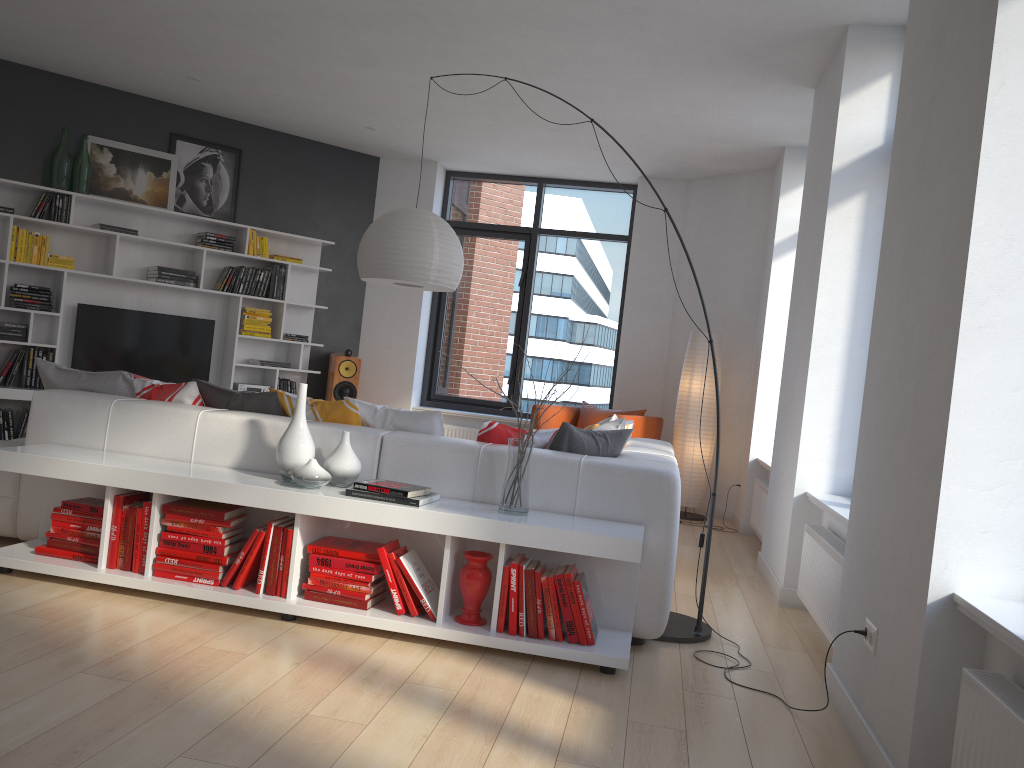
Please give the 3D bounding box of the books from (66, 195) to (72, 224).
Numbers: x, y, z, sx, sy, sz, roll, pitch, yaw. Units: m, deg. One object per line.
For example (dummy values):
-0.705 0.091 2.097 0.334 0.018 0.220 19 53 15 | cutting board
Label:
-3.515 -1.370 7.003 0.019 0.230 0.174 6 1 -36 | books

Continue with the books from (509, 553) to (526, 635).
0.020 0.787 3.339 0.050 0.268 0.198 7 1 9 | books

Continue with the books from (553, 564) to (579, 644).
0.212 0.819 3.318 0.119 0.249 0.187 7 1 9 | books

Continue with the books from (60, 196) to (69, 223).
-3.543 -1.366 6.993 0.038 0.218 0.169 6 1 -36 | books

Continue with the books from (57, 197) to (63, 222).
-3.567 -1.360 6.975 0.021 0.200 0.147 6 1 -36 | books

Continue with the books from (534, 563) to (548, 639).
0.112 0.810 3.319 0.066 0.247 0.175 7 1 9 | books

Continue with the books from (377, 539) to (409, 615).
-0.442 0.744 3.435 0.134 0.248 0.192 7 1 9 | books

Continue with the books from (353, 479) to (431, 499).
-0.461 0.404 3.429 0.238 0.027 0.188 7 1 23 | books

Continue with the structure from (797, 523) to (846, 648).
1.392 0.919 3.872 0.110 0.460 1.015 7 1 9 | structure

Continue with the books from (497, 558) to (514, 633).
-0.018 0.791 3.337 0.026 0.250 0.168 7 1 9 | books

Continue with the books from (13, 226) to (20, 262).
-3.827 -1.070 6.827 0.025 0.270 0.213 6 1 -36 | books

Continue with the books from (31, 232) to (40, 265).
-3.723 -1.050 6.906 0.035 0.250 0.185 6 1 -36 | books

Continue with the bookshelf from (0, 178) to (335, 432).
-3.006 -0.420 7.384 3.000 2.052 0.455 6 1 -36 | bookshelf

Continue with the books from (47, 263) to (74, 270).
-3.576 -0.926 7.007 0.190 0.033 0.147 6 1 -36 | books

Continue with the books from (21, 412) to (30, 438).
-3.771 0.332 6.864 0.069 0.242 0.172 6 1 -35 | books

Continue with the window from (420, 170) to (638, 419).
0.170 -0.860 8.910 1.960 2.402 0.170 7 1 9 | window

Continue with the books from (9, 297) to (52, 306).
-3.759 -0.643 6.922 0.266 0.030 0.209 6 1 -37 | books

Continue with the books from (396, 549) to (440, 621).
-0.344 0.770 3.412 0.186 0.223 0.188 7 1 10 | books

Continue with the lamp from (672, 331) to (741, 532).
1.589 0.353 7.207 0.502 1.550 0.804 6 1 -30 | lamp

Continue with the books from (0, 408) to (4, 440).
-3.913 0.310 6.776 0.066 0.255 0.193 6 1 -36 | books

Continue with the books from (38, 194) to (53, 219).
-3.644 -1.374 6.917 0.074 0.212 0.154 6 1 -37 | books

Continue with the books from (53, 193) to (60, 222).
-3.588 -1.377 6.964 0.025 0.232 0.176 6 1 -36 | books

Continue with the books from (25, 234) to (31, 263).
-3.754 -1.040 6.865 0.024 0.229 0.156 6 1 -36 | books

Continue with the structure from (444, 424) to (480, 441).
-0.029 0.702 8.598 1.474 0.460 0.110 7 1 9 | structure

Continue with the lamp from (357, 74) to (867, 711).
0.341 -0.303 4.140 0.710 2.647 3.199 6 1 -45 | lamp

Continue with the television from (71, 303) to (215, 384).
-3.095 -0.256 7.471 1.102 0.704 0.207 6 1 -36 | television

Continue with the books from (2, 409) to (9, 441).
-3.885 0.319 6.787 0.066 0.242 0.177 6 1 -36 | books

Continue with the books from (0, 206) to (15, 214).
-3.925 -1.320 6.712 0.268 0.046 0.208 6 1 -32 | books

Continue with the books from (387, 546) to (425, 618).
-0.398 0.758 3.421 0.148 0.232 0.171 7 1 11 | books

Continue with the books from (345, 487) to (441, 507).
-0.459 0.431 3.454 0.300 0.026 0.245 7 1 14 | books

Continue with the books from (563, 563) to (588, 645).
0.245 0.819 3.316 0.116 0.255 0.198 7 1 9 | books

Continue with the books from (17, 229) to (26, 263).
-3.802 -1.061 6.851 0.044 0.255 0.198 6 1 -36 | books

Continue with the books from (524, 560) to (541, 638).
0.085 0.803 3.334 0.076 0.252 0.199 7 1 9 | books

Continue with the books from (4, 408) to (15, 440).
-3.858 0.318 6.810 0.083 0.249 0.191 6 1 -36 | books

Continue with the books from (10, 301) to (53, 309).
-3.745 -0.613 6.912 0.270 0.025 0.189 6 1 -37 | books

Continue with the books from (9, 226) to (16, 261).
-3.844 -1.072 6.804 0.029 0.270 0.204 6 1 -36 | books

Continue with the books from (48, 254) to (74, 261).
-3.577 -0.998 7.015 0.186 0.026 0.138 6 1 -36 | books

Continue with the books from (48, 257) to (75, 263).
-3.569 -0.977 7.007 0.187 0.014 0.134 6 1 -36 | books

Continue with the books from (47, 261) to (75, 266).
-3.575 -0.949 7.010 0.196 0.011 0.148 6 1 -36 | books

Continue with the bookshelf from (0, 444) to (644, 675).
-0.813 0.655 3.508 2.600 0.500 0.356 7 1 9 | bookshelf

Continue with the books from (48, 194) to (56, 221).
-3.606 -1.372 6.946 0.021 0.221 0.156 6 1 -36 | books

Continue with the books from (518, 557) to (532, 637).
0.050 0.795 3.331 0.056 0.262 0.185 7 1 9 | books

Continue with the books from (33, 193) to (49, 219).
-3.675 -1.377 6.910 0.087 0.214 0.171 6 1 -35 | books

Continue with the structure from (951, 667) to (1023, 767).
1.016 0.903 1.604 0.110 0.460 1.015 7 1 9 | structure

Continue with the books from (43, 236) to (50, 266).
-3.660 -1.035 6.954 0.024 0.234 0.172 6 1 -36 | books

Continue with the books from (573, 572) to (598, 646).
0.277 0.836 3.313 0.103 0.230 0.173 7 1 9 | books

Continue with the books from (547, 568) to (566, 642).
0.171 0.822 3.318 0.083 0.233 0.178 7 1 9 | books

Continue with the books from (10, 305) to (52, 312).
-3.748 -0.588 6.910 0.263 0.026 0.189 6 1 -37 | books

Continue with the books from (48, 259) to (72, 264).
-3.567 -0.961 6.991 0.169 0.018 0.113 6 1 -34 | books

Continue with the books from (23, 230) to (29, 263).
-3.779 -1.060 6.871 0.015 0.263 0.199 6 1 -36 | books

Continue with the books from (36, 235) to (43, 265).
-3.701 -1.042 6.925 0.023 0.239 0.169 6 1 -36 | books

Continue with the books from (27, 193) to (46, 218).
-3.697 -1.380 6.887 0.096 0.213 0.166 6 1 -37 | books

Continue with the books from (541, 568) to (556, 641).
0.146 0.820 3.318 0.081 0.230 0.165 7 1 9 | books

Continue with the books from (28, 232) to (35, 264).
-3.746 -1.053 6.892 0.019 0.251 0.180 6 1 -36 | books

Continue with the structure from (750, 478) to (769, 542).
1.768 0.934 6.144 0.110 0.460 1.015 7 1 9 | structure

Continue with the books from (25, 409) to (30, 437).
-3.765 0.325 6.899 0.075 0.254 0.192 6 1 -37 | books

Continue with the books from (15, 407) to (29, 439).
-3.804 0.318 6.874 0.066 0.260 0.197 6 1 -36 | books

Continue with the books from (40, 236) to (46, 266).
-3.679 -1.037 6.936 0.024 0.234 0.172 6 1 -36 | books
